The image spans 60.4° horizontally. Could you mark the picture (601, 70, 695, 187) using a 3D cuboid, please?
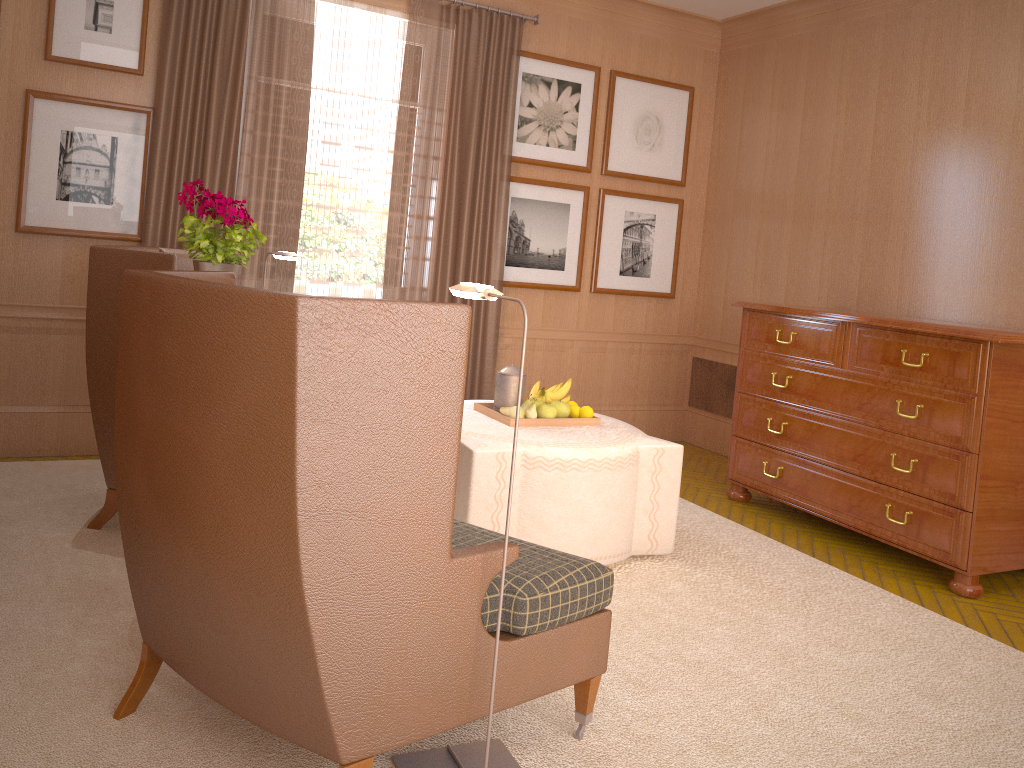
[{"bbox_3d":[1.673,-3.098,10.742,1.246,1.245,0.048,3,3,-28],"label":"picture"}]

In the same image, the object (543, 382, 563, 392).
[{"bbox_3d":[0.312,0.085,7.167,0.065,0.171,0.377,6,7,28],"label":"object"}]

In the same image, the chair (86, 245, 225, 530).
[{"bbox_3d":[-2.302,-0.016,6.818,1.719,1.966,1.926,5,5,-3],"label":"chair"}]

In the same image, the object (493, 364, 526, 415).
[{"bbox_3d":[-0.014,0.037,6.951,0.236,0.391,0.234,7,4,28],"label":"object"}]

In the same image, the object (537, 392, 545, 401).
[{"bbox_3d":[0.172,0.125,7.158,0.071,0.184,0.396,5,7,-14],"label":"object"}]

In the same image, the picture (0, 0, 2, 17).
[{"bbox_3d":[-4.911,-3.352,7.236,1.246,1.245,0.048,3,3,-28],"label":"picture"}]

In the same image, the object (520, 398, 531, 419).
[{"bbox_3d":[0.095,0.204,6.783,0.130,0.196,0.130,6,4,8],"label":"object"}]

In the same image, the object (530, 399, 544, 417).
[{"bbox_3d":[0.176,0.193,6.920,0.155,0.134,0.161,3,6,-24],"label":"object"}]

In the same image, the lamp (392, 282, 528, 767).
[{"bbox_3d":[-0.200,0.599,3.734,0.633,2.025,0.562,6,2,32],"label":"lamp"}]

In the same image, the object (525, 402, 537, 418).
[{"bbox_3d":[0.146,0.210,6.676,0.098,0.148,0.098,6,4,8],"label":"object"}]

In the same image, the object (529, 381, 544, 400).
[{"bbox_3d":[0.191,0.074,7.161,0.104,0.158,0.379,5,7,-5],"label":"object"}]

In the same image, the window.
[{"bbox_3d":[-1.879,-2.430,9.393,2.426,3.368,0.853,3,3,-28],"label":"window"}]

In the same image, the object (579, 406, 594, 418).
[{"bbox_3d":[0.587,0.237,6.957,0.114,0.133,0.108,7,4,18],"label":"object"}]

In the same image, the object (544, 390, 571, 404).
[{"bbox_3d":[0.380,0.128,7.133,0.073,0.172,0.397,7,7,37],"label":"object"}]

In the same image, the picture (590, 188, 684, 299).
[{"bbox_3d":[1.547,-1.701,10.777,1.246,1.245,0.048,3,3,-28],"label":"picture"}]

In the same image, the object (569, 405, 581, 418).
[{"bbox_3d":[0.508,0.228,7.013,0.110,0.110,0.135,3,6,-25],"label":"object"}]

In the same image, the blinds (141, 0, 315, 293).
[{"bbox_3d":[-2.728,-1.687,8.391,1.423,4.785,0.268,4,2,-27],"label":"blinds"}]

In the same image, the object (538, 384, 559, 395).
[{"bbox_3d":[0.285,0.060,7.206,0.091,0.127,0.410,7,8,20],"label":"object"}]

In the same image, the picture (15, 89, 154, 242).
[{"bbox_3d":[-3.819,-1.940,7.917,1.046,1.245,0.048,3,2,-28],"label":"picture"}]

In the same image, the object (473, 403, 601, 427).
[{"bbox_3d":[0.193,0.239,6.990,0.798,0.059,0.646,1,9,-28],"label":"object"}]

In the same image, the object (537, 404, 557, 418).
[{"bbox_3d":[0.269,0.222,6.777,0.155,0.134,0.161,3,6,-24],"label":"object"}]

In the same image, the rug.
[{"bbox_3d":[-0.137,1.395,5.364,5.979,0.020,8.051,1,9,-28],"label":"rug"}]

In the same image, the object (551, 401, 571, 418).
[{"bbox_3d":[0.374,0.209,6.902,0.170,0.146,0.173,7,6,18],"label":"object"}]

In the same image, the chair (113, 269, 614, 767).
[{"bbox_3d":[-0.769,0.547,3.933,1.925,1.966,1.719,9,6,37],"label":"chair"}]

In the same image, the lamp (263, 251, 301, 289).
[{"bbox_3d":[-2.071,-0.143,7.644,0.632,2.020,0.563,6,2,24],"label":"lamp"}]

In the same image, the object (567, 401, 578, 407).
[{"bbox_3d":[0.482,0.202,7.166,0.114,0.133,0.108,7,4,18],"label":"object"}]

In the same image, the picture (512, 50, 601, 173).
[{"bbox_3d":[0.434,-3.113,10.085,1.246,1.245,0.048,3,3,-28],"label":"picture"}]

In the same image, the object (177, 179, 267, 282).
[{"bbox_3d":[-1.770,-0.679,5.313,0.523,1.085,0.460,4,3,-30],"label":"object"}]

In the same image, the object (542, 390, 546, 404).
[{"bbox_3d":[0.327,0.133,7.157,0.062,0.198,0.386,6,7,26],"label":"object"}]

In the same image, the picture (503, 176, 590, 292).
[{"bbox_3d":[0.308,-1.717,10.120,1.246,1.245,0.048,3,3,-28],"label":"picture"}]

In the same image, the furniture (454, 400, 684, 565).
[{"bbox_3d":[0.079,0.715,6.962,1.945,0.895,1.973,1,8,-31],"label":"furniture"}]

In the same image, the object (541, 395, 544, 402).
[{"bbox_3d":[0.234,0.129,7.176,0.062,0.181,0.398,5,7,1],"label":"object"}]

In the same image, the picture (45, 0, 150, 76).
[{"bbox_3d":[-3.695,-3.306,7.883,0.802,0.955,0.048,3,2,-28],"label":"picture"}]

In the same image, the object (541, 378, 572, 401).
[{"bbox_3d":[0.379,0.049,7.142,0.071,0.168,0.404,7,7,38],"label":"object"}]

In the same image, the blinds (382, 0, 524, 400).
[{"bbox_3d":[-0.680,-1.667,9.479,1.442,4.774,0.268,4,2,-29],"label":"blinds"}]

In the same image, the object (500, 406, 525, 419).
[{"bbox_3d":[0.006,0.229,6.641,0.194,0.128,0.134,4,5,-8],"label":"object"}]

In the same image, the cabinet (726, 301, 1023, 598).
[{"bbox_3d":[3.329,0.390,7.770,1.412,1.934,2.798,3,6,-28],"label":"cabinet"}]
